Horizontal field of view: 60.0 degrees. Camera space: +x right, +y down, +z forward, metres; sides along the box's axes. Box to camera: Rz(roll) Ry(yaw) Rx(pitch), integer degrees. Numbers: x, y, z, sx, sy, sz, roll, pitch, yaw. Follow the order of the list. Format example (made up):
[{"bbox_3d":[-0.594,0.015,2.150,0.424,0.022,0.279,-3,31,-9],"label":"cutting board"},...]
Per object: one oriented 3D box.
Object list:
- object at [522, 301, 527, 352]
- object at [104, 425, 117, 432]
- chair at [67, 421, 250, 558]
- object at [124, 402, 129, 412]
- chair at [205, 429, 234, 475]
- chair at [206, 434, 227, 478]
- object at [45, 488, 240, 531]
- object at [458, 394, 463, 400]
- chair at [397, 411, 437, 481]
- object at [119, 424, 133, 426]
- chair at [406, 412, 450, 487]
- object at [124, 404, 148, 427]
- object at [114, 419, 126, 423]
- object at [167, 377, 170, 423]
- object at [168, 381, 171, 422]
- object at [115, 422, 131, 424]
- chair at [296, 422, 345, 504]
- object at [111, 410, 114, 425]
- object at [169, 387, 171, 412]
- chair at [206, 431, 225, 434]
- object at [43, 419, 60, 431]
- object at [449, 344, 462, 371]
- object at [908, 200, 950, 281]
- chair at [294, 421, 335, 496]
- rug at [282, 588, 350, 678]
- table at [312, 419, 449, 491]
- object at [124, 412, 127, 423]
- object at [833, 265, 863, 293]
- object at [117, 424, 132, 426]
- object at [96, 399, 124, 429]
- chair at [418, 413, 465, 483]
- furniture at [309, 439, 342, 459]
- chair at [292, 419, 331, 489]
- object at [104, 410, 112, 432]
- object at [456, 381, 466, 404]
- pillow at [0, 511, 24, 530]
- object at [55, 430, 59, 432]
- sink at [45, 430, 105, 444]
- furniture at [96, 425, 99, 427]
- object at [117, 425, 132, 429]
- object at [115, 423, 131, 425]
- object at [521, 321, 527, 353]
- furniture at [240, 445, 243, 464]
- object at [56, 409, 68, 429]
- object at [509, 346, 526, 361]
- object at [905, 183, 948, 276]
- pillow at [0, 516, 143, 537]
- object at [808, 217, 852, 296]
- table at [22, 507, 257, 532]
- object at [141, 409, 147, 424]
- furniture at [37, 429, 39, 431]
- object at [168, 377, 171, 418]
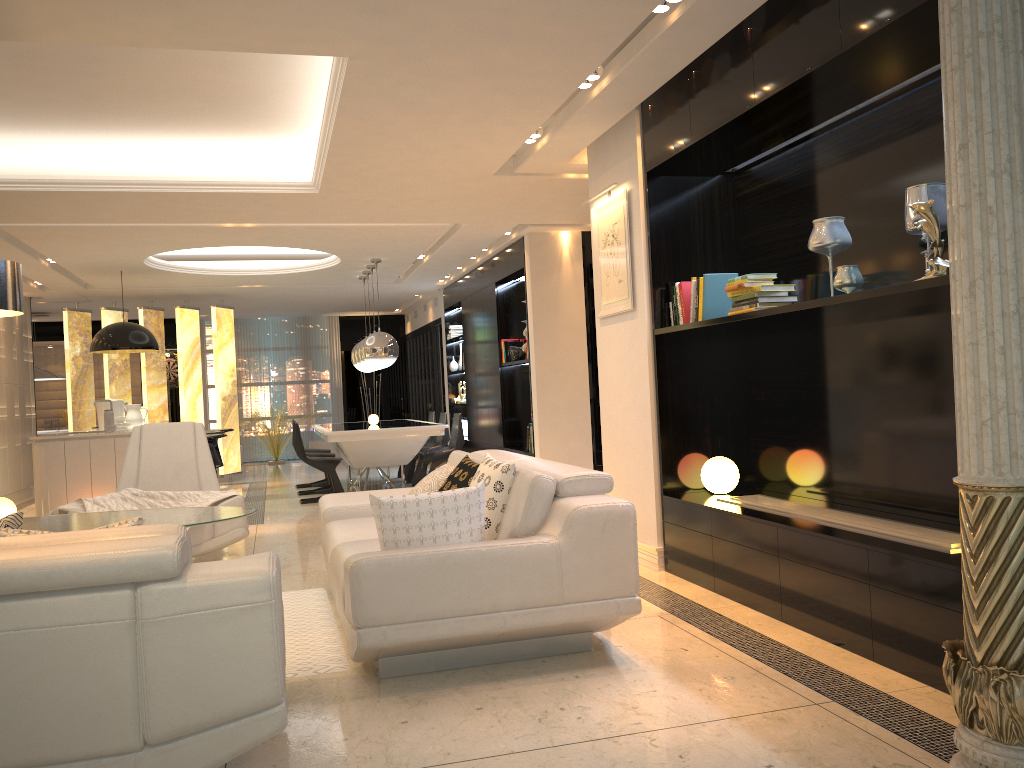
[{"bbox_3d":[0.171,-0.557,9.255,0.121,0.612,0.121,-3,0,-20],"label":"object"},{"bbox_3d":[-3.785,0.422,8.360,0.111,0.062,0.111,-3,0,6],"label":"object"},{"bbox_3d":[-2.223,0.751,5.683,1.027,0.991,0.983,-3,0,-16],"label":"chair"},{"bbox_3d":[-4.766,0.331,10.824,0.249,0.212,0.256,-3,0,20],"label":"object"},{"bbox_3d":[-3.604,0.949,10.791,0.380,0.789,0.380,-3,0,43],"label":"chair"},{"bbox_3d":[-3.127,0.915,9.018,0.380,0.789,0.380,-3,0,18],"label":"chair"},{"bbox_3d":[-2.398,0.957,5.577,1.347,0.580,0.972,-3,0,22],"label":"object"},{"bbox_3d":[-0.715,0.210,12.686,0.125,0.125,0.125,-3,0,24],"label":"object"},{"bbox_3d":[-1.244,0.799,11.590,0.496,0.858,0.523,-3,0,-15],"label":"chair"},{"bbox_3d":[-4.180,0.456,9.442,0.264,0.033,0.264,-3,0,44],"label":"object"},{"bbox_3d":[-1.034,0.785,10.811,0.496,0.858,0.523,-3,0,-15],"label":"chair"},{"bbox_3d":[-4.211,0.355,9.915,0.183,0.254,0.211,-3,0,37],"label":"object"},{"bbox_3d":[-4.182,0.405,9.442,0.138,0.051,0.138,-3,0,33],"label":"object"},{"bbox_3d":[-5.893,0.678,15.277,0.026,1.605,0.027,-3,0,23],"label":"object"},{"bbox_3d":[-5.906,0.678,15.323,0.026,1.605,0.027,-3,0,23],"label":"object"},{"bbox_3d":[-4.182,0.425,9.441,0.229,0.016,0.229,-3,0,15],"label":"object"},{"bbox_3d":[-2.059,0.830,9.527,0.496,0.858,0.523,-3,0,-15],"label":"chair"},{"bbox_3d":[-3.868,0.348,8.538,0.071,0.219,0.071,-3,0,-39],"label":"object"},{"bbox_3d":[-5.931,0.682,15.415,0.026,1.605,0.027,-3,0,23],"label":"object"},{"bbox_3d":[-3.426,0.935,9.976,0.380,0.789,0.380,-3,0,-32],"label":"chair"},{"bbox_3d":[-8.391,0.898,16.179,0.247,0.522,0.124,-3,0,-15],"label":"object"},{"bbox_3d":[-0.809,-0.379,12.889,0.210,0.395,0.180,-3,0,-12],"label":"object"},{"bbox_3d":[1.478,-0.505,3.139,0.116,0.293,0.182,-3,0,-18],"label":"object"},{"bbox_3d":[-2.285,0.846,10.364,0.496,0.858,0.523,-3,0,-15],"label":"chair"},{"bbox_3d":[-2.254,1.235,3.990,2.900,0.020,1.661,-3,0,-15],"label":"rug"},{"bbox_3d":[-1.642,0.863,10.543,1.293,0.759,3.031,-3,0,-15],"label":"table"},{"bbox_3d":[-4.755,0.417,10.828,0.266,0.147,0.253,-3,0,28],"label":"object"},{"bbox_3d":[1.446,-0.429,3.813,0.119,0.154,0.119,-3,0,-5],"label":"object"},{"bbox_3d":[-4.180,0.450,9.442,0.264,0.033,0.264,-3,0,44],"label":"object"},{"bbox_3d":[-4.389,0.326,9.696,0.288,0.330,0.288,-3,0,2],"label":"object"},{"bbox_3d":[-0.813,0.769,9.991,0.496,0.858,0.523,-3,0,-15],"label":"chair"},{"bbox_3d":[-3.307,1.176,16.088,0.735,0.357,0.735,-3,0,-43],"label":"furniture"},{"bbox_3d":[-2.506,0.861,11.184,0.496,0.858,0.523,-3,0,-15],"label":"chair"},{"bbox_3d":[-3.841,0.346,8.435,0.071,0.219,0.071,-3,0,-24],"label":"object"},{"bbox_3d":[-0.694,0.119,12.520,0.177,0.311,0.177,-3,0,-15],"label":"object"},{"bbox_3d":[-1.744,0.625,2.625,0.587,0.429,0.288,-3,0,-40],"label":"pillow"},{"bbox_3d":[-6.977,0.731,13.614,0.057,0.057,0.057,-3,0,45],"label":"object"},{"bbox_3d":[-4.173,0.546,8.604,0.485,0.152,0.738,-3,0,-15],"label":"sink"},{"bbox_3d":[-7.297,1.153,16.097,1.312,0.810,1.107,-3,0,-15],"label":"furniture"},{"bbox_3d":[-4.179,0.462,9.442,0.264,0.033,0.264,-3,0,44],"label":"object"},{"bbox_3d":[-4.181,0.434,9.441,0.229,0.016,0.229,-3,0,15],"label":"object"},{"bbox_3d":[0.163,-0.459,9.408,0.121,0.416,0.121,-3,0,-20],"label":"object"},{"bbox_3d":[-5.138,1.267,15.689,0.735,0.357,0.735,-3,0,-13],"label":"furniture"},{"bbox_3d":[-8.106,0.792,16.205,0.390,0.718,0.388,-3,0,-24],"label":"object"},{"bbox_3d":[0.075,-0.327,9.657,0.193,0.177,0.375,-3,0,-14],"label":"object"},{"bbox_3d":[1.642,-0.564,3.496,0.156,0.426,0.156,-3,0,-10],"label":"object"},{"bbox_3d":[-1.368,0.608,2.757,0.463,0.380,0.222,-3,0,-11],"label":"pillow"},{"bbox_3d":[1.417,-0.541,3.943,0.181,0.381,0.181,-3,0,-21],"label":"object"},{"bbox_3d":[-2.243,0.939,3.989,2.140,0.565,0.999,-3,0,-16],"label":"table"},{"bbox_3d":[-4.284,0.381,10.130,0.213,0.214,0.212,-3,0,35],"label":"object"},{"bbox_3d":[-9.136,1.243,15.600,1.312,0.810,1.107,-3,0,-15],"label":"furniture"},{"bbox_3d":[-5.918,0.681,15.369,0.026,1.605,0.027,-3,0,23],"label":"object"}]
